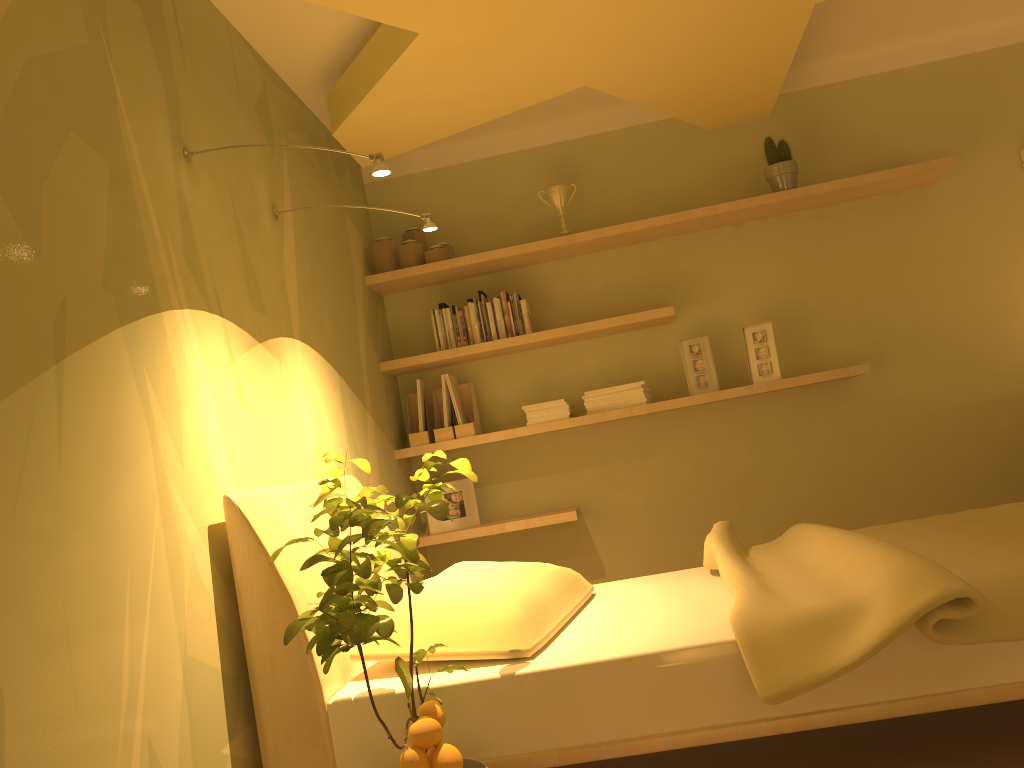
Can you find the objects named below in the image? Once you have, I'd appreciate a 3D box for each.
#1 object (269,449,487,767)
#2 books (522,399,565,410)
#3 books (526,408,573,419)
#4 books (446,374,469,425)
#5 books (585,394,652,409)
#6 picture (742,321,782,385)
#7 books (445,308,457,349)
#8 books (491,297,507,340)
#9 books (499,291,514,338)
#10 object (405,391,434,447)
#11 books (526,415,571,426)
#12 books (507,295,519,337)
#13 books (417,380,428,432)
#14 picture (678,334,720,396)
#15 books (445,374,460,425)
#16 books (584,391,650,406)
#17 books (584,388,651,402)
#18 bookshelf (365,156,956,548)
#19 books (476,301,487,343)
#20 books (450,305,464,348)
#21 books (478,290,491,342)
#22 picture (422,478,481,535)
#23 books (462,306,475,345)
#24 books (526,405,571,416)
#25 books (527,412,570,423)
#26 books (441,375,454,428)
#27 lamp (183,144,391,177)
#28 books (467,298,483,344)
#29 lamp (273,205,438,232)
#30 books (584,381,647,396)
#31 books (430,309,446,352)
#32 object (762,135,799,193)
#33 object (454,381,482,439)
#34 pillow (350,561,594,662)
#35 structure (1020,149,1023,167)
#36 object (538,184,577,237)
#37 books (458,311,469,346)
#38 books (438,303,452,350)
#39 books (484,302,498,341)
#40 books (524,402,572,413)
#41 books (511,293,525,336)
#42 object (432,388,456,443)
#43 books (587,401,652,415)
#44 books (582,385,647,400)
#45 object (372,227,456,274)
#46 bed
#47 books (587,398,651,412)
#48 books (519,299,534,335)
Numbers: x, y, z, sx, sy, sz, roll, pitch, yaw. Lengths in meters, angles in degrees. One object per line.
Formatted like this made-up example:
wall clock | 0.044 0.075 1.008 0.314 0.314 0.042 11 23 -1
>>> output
object | -0.198 0.568 1.701 0.372 0.944 0.828 -10 -5 -1
books | 0.146 0.098 4.041 0.190 0.015 0.270 -11 -5 3
books | 0.174 0.140 4.048 0.190 0.015 0.270 -11 -5 7
books | -0.239 0.103 4.086 0.043 0.296 0.210 -11 -5 6
books | 0.483 0.080 4.001 0.270 0.015 0.190 -12 -5 18
picture | 1.135 -0.137 3.961 0.134 0.264 0.171 -13 -5 32
books | -0.270 -0.245 4.112 0.022 0.198 0.157 -11 -5 6
books | -0.051 -0.289 4.090 0.040 0.203 0.157 -11 -5 6
books | -0.017 -0.308 4.096 0.032 0.229 0.138 -11 -5 6
object | -0.433 0.160 4.104 0.087 0.259 0.236 -10 -5 0
books | 0.171 0.170 4.043 0.190 0.015 0.270 -11 -5 5
books | 0.011 -0.298 4.083 0.022 0.198 0.157 -11 -5 6
books | -0.414 0.136 4.103 0.048 0.297 0.214 -10 -5 0
picture | 0.844 -0.078 4.033 0.134 0.264 0.171 -11 -5 5
books | -0.248 0.105 4.083 0.036 0.296 0.210 -11 -5 6
books | 0.475 0.067 4.005 0.270 0.015 0.190 -12 -5 16
books | 0.480 0.050 4.005 0.270 0.015 0.190 -12 -5 19
bookshelf | 0.731 -0.111 3.994 2.605 1.240 0.300 -11 -5 6
books | -0.131 -0.274 4.099 0.017 0.203 0.155 -11 -5 6
books | -0.243 -0.253 4.109 0.032 0.203 0.157 -11 -5 6
books | -0.116 -0.299 4.098 0.021 0.247 0.157 -11 -5 6
picture | -0.283 0.557 4.054 0.247 0.219 0.131 -9 -5 -17
books | -0.190 -0.257 4.109 0.032 0.193 0.146 -11 -5 6
books | 0.170 0.125 4.043 0.190 0.015 0.270 -11 -5 5
books | 0.168 0.156 4.044 0.190 0.015 0.270 -10 -5 2
books | -0.291 0.113 4.089 0.048 0.297 0.214 -11 -5 6
lamp | -0.588 -0.585 2.314 0.533 0.178 0.050 -11 -5 6
books | -0.159 -0.276 4.097 0.038 0.217 0.166 -11 -5 6
lamp | -0.519 -0.548 2.927 0.533 0.178 0.050 -11 -5 6
books | 0.472 0.022 4.015 0.270 0.015 0.190 -11 -5 11
books | -0.332 -0.236 4.118 0.040 0.203 0.157 -11 -5 6
object | 1.199 -0.981 3.965 0.145 0.294 0.145 -9 -5 -13
object | -0.216 0.119 4.082 0.087 0.259 0.236 -11 -5 6
pillow | -0.078 0.622 2.504 0.482 0.213 0.801 -12 -5 16
structure | 2.486 -1.046 3.990 0.360 0.432 0.027 -11 -5 6
object | 0.231 -0.780 4.104 0.160 0.268 0.095 -8 -5 -24
books | -0.215 -0.242 4.105 0.021 0.172 0.157 -11 -5 6
books | -0.298 -0.255 4.125 0.032 0.229 0.138 -11 -5 6
books | -0.085 -0.274 4.084 0.032 0.184 0.173 -11 -5 6
books | 0.167 0.111 4.052 0.190 0.015 0.270 -11 -5 8
books | 0.037 -0.306 4.081 0.032 0.203 0.157 -11 -5 6
object | -0.310 0.137 4.092 0.087 0.259 0.236 -11 -5 6
books | 0.487 0.110 4.008 0.270 0.015 0.190 -12 -5 16
books | 0.469 0.039 4.026 0.270 0.015 0.190 -12 -5 16
object | -0.459 -0.632 4.150 0.349 0.229 0.234 -11 -5 7
bed | 0.604 0.508 2.424 2.378 0.894 1.286 -11 -5 6
books | 0.485 0.096 4.009 0.270 0.015 0.190 -11 -5 13
books | 0.070 -0.293 4.066 0.032 0.163 0.178 -11 -5 6
